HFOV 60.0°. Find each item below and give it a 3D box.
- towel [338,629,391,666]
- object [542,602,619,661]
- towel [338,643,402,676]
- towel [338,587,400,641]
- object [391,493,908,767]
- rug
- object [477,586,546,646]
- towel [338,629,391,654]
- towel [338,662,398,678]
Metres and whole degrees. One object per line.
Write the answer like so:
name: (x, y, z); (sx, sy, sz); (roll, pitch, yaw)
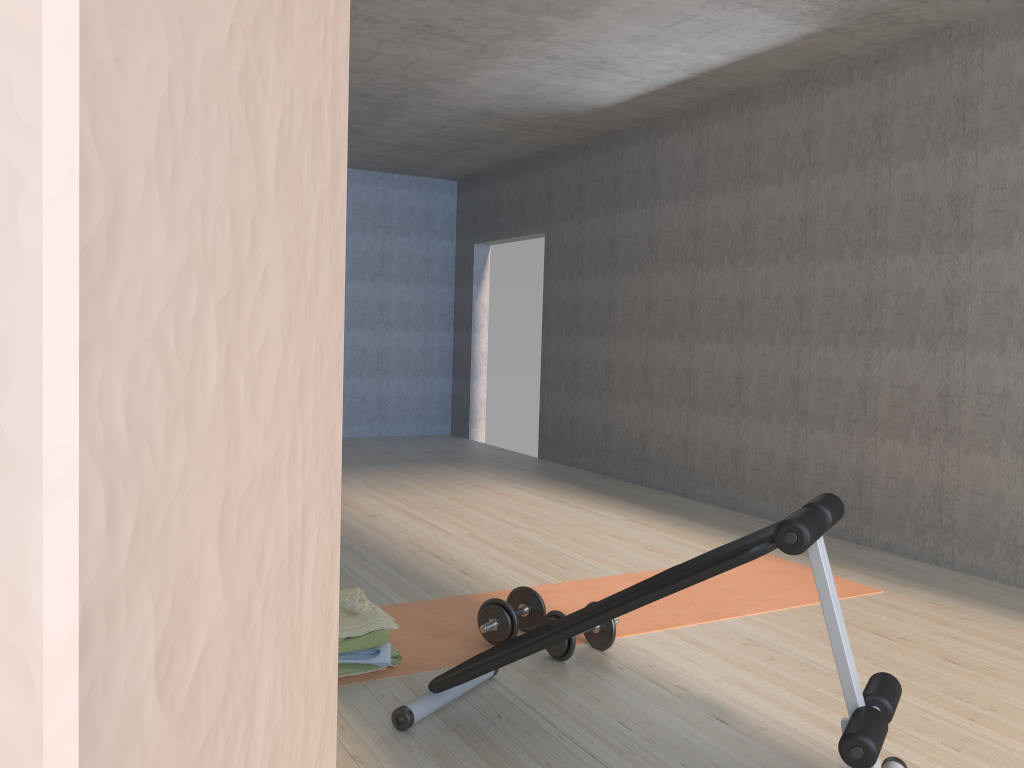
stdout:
towel: (-0.614, 0.883, 3.037); (0.383, 0.078, 0.383); (1, 3, -12)
object: (0.239, 0.886, 3.186); (0.385, 0.176, 0.176); (-1, 4, -37)
towel: (-0.610, 0.907, 3.063); (0.380, 0.081, 0.367); (0, 4, -31)
towel: (-0.619, 0.792, 3.038); (0.373, 0.123, 0.384); (5, 5, 45)
object: (0.353, 0.644, 2.409); (1.312, 0.746, 0.505); (4, 4, 30)
rug: (0.334, 0.940, 3.743); (2.779, 0.002, 0.716); (0, 4, -29)
object: (0.000, 0.863, 3.302); (0.176, 0.176, 0.385); (4, 4, 33)
towel: (-0.630, 0.847, 3.016); (0.376, 0.085, 0.371); (0, 4, -24)
towel: (-0.632, 0.929, 3.062); (0.376, 0.044, 0.371); (0, 4, -30)
